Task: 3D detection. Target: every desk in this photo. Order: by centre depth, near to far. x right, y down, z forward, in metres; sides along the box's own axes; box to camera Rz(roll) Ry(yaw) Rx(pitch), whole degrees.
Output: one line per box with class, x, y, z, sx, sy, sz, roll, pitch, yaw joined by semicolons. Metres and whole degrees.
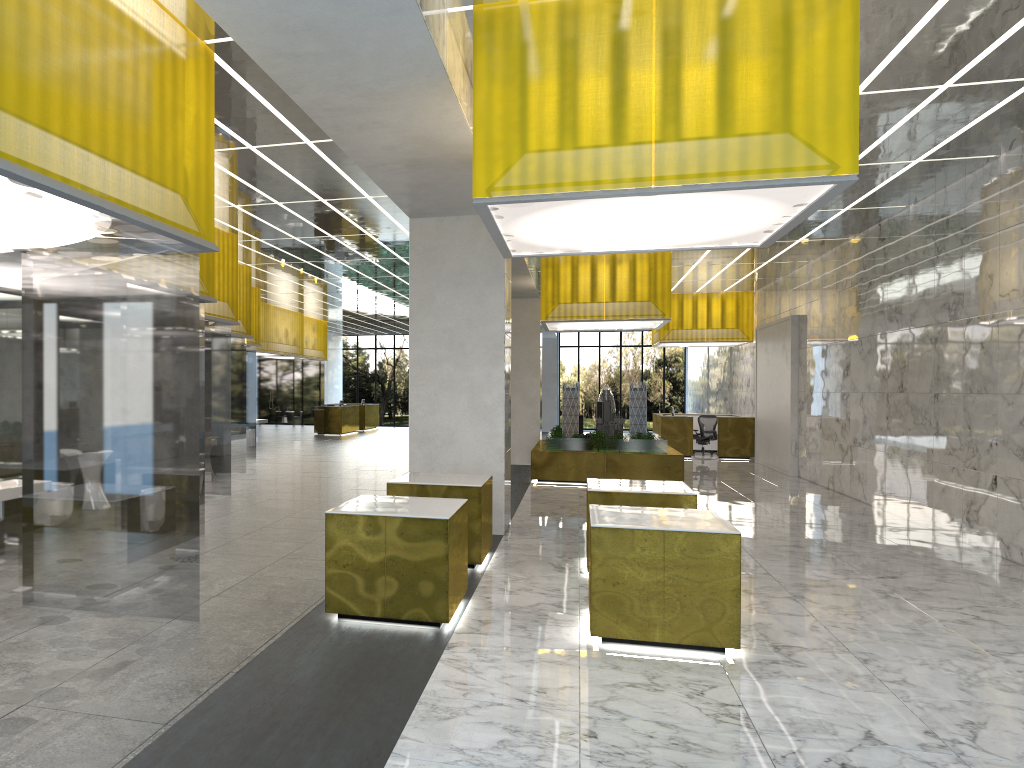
desk;7.050;1.916;31.951;3.222;1.508;3.506;0;0;10
desk;-10.282;1.934;46.688;3.222;1.508;3.506;0;0;10
desk;-9.906;1.965;51.500;3.222;1.508;3.506;0;0;10

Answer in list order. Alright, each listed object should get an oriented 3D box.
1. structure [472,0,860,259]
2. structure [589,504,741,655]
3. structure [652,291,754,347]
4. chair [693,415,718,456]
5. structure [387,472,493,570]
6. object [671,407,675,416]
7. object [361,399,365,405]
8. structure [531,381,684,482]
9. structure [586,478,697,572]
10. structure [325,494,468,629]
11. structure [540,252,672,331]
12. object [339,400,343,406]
structure;1.343;-2.767;8.944;3.262;2.269;3.263;0;0;11
structure;1.458;1.925;8.601;1.368;1.173;1.453;0;0;10
structure;7.023;-2.597;31.934;3.263;2.269;3.135;0;0;11
chair;7.164;1.910;31.768;1.192;1.494;0.969;0;0;35
structure;-1.008;1.937;12.250;1.368;1.173;1.453;0;0;10
object;6.188;1.195;32.223;0.550;0.667;0.756;0;0;9
object;-9.036;1.249;51.256;0.550;0.667;0.756;0;0;9
structure;2.562;1.218;24.093;3.868;2.571;5.190;0;0;9
structure;1.681;1.944;11.450;1.368;1.173;1.453;0;0;10
structure;-1.230;1.918;9.408;1.368;1.173;1.453;0;0;10
structure;2.424;-2.675;22.787;3.262;2.269;3.263;0;0;11
object;-9.415;1.216;46.402;0.550;0.667;0.756;0;0;9
